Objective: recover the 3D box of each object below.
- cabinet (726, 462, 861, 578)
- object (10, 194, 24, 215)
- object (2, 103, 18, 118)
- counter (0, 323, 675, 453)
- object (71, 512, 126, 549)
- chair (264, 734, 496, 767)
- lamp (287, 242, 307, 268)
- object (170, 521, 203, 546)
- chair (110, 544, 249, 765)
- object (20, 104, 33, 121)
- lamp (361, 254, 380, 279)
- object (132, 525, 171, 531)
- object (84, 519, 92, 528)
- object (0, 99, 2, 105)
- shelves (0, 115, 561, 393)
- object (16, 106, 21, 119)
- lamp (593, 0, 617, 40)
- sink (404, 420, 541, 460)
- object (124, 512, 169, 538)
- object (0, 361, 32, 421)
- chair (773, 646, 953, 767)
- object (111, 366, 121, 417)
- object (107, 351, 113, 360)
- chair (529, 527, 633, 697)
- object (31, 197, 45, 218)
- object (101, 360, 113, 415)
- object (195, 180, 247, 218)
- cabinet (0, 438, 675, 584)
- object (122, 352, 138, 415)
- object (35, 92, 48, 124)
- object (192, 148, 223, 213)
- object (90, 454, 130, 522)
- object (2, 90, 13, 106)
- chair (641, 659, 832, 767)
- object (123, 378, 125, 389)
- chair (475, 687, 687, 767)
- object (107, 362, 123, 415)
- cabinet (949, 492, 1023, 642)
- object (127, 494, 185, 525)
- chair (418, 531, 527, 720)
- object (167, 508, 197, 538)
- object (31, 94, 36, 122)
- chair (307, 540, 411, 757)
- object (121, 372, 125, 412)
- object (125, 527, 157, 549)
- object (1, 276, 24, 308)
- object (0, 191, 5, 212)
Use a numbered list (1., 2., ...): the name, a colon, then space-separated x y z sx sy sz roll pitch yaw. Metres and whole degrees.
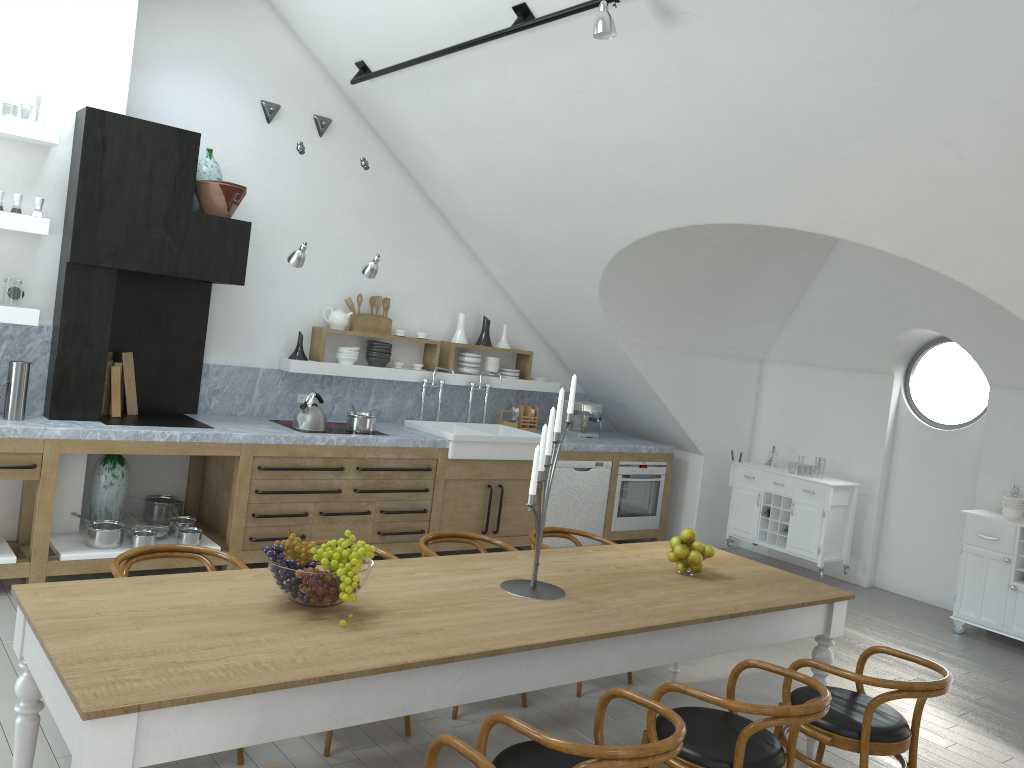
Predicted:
1. cabinet: 2.457 1.182 7.950 0.496 0.788 1.137 6 3 -38
2. object: -2.893 -1.050 5.182 0.067 0.124 0.064 5 2 -45
3. object: -2.898 -1.568 5.113 0.077 0.085 0.077 7 2 -6
4. counter: -1.176 0.091 6.796 6.566 0.619 0.964 5 3 -38
5. object: -2.563 0.913 5.515 0.379 0.164 0.222 9 3 41
6. chair: -0.359 1.281 2.216 0.526 0.734 0.623 6 2 -35
7. lamp: -1.450 -0.873 5.981 0.115 0.178 0.165 6 2 -20
8. object: -2.112 0.976 5.762 0.153 0.113 0.261 5 3 -39
9. chair: -1.362 1.087 3.589 0.526 0.734 0.623 6 2 -38
10. object: -2.819 -1.566 5.139 0.071 0.098 0.071 8 2 16
11. lamp: -0.995 -0.839 6.335 0.169 0.176 0.112 9 3 44
12. object: -2.345 0.942 5.757 0.247 0.045 0.041 5 3 -39
13. object: -2.519 0.895 5.411 0.190 0.152 0.052 5 2 -38
14. object: -2.978 -1.586 5.087 0.082 0.105 0.081 8 2 20
15. shelves: -1.612 -0.764 6.638 5.542 1.361 0.481 4 3 -44
16. object: -2.882 -1.575 5.204 0.094 0.093 0.093 7 2 -6
17. lamp: 0.457 -1.761 4.282 0.113 0.175 0.114 7 2 15
18. sink: -0.286 0.469 7.319 1.019 0.202 0.729 5 4 -38
19. object: -2.465 0.929 5.793 0.509 0.052 0.263 9 3 28
20. object: -2.911 0.038 5.182 0.164 0.339 0.114 6 2 -35
21. chair: 1.370 1.426 3.527 0.526 0.734 0.623 6 2 -35
22. object: -2.585 0.054 5.792 0.148 0.336 0.081 8 2 42
23. object: -2.757 0.007 5.964 0.089 0.458 0.111 6 2 -38
24. chair: 0.346 1.227 4.926 0.526 0.734 0.623 5 3 -42
25. object: -2.806 -1.043 5.251 0.067 0.124 0.064 5 2 -45
26. object: -2.674 0.024 5.816 0.068 0.367 0.131 6 2 -24
27. object: -1.973 -1.225 5.938 0.347 0.236 0.367 6 3 -21
28. cabinet: -1.320 0.902 6.751 6.419 1.021 1.006 5 3 -38
29. object: -2.576 -0.002 5.982 0.148 0.427 0.078 7 1 -3
30. object: -2.748 -1.603 5.169 0.063 0.187 0.063 8 2 20
31. object: -2.144 -1.395 6.204 0.231 0.503 0.231 7 2 3
32. object: -2.673 0.704 5.888 0.231 0.498 0.231 7 2 3
33. object: -2.939 -1.617 5.159 0.048 0.169 0.048 6 2 -30
34. chair: 0.763 1.372 3.134 0.526 0.734 0.623 5 3 -43
35. object: -2.618 0.077 6.059 0.113 0.251 0.057 6 2 -35
36. chair: 0.184 1.323 2.697 0.526 0.734 0.623 6 2 -38
37. object: -2.645 0.036 5.896 0.072 0.366 0.130 7 2 -20
38. cabinet: 3.915 1.375 6.393 0.609 1.153 1.245 6 2 -38
39. object: -2.538 0.862 6.216 0.455 0.197 0.268 7 2 -4
40. chair: -0.226 1.180 4.486 0.526 0.734 0.623 6 2 -35
41. object: -2.219 0.943 5.979 0.181 0.133 0.309 6 3 -14
42. object: -2.800 -1.608 5.206 0.054 0.179 0.054 8 2 28
43. chair: -0.758 1.140 3.989 0.526 0.734 0.623 5 3 -42
44. object: -2.692 0.060 6.024 0.110 0.296 0.104 8 2 27
45. object: -2.336 0.959 5.559 0.261 0.113 0.153 9 3 41
46. object: -2.938 -0.545 5.222 0.103 0.178 0.208 7 2 -16
47. object: -2.971 -1.057 5.131 0.067 0.124 0.064 5 2 -45
